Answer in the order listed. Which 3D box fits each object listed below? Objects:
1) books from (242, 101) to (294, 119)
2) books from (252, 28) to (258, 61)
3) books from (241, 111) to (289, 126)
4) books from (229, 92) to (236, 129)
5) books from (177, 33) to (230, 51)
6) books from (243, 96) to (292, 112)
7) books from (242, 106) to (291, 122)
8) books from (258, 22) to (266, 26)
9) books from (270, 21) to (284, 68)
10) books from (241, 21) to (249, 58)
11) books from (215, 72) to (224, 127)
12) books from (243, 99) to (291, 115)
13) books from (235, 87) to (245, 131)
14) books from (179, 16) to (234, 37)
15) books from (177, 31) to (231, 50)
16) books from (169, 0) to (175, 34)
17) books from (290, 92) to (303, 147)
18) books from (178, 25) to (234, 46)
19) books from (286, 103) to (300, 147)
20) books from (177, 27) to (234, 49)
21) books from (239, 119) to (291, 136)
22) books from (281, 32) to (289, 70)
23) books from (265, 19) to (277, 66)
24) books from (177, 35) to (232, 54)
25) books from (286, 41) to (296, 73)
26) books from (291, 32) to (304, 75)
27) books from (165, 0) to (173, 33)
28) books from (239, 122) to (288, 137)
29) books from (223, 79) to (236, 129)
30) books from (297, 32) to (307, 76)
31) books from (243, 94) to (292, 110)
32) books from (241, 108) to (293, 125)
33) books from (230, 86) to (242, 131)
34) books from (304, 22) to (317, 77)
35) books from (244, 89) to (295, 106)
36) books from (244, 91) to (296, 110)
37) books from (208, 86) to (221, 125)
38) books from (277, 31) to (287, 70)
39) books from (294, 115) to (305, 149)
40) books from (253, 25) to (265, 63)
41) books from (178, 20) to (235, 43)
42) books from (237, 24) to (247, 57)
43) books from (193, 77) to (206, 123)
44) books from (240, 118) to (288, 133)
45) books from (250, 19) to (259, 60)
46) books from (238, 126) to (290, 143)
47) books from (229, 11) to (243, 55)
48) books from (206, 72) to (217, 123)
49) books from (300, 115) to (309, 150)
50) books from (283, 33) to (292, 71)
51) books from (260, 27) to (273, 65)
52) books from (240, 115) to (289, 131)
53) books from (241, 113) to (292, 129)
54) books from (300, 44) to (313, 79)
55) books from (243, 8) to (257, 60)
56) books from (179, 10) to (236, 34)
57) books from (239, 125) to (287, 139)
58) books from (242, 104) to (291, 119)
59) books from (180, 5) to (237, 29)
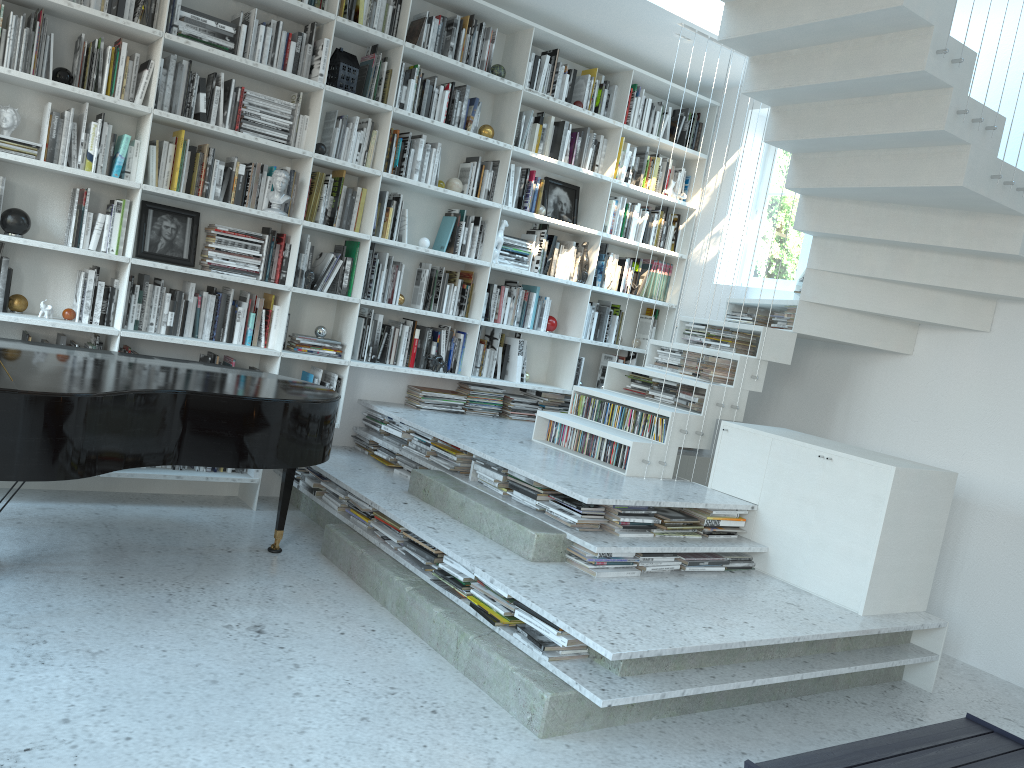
[{"bbox_3d":[-1.356,-1.491,4.838,0.285,0.012,0.159,7,5,-37],"label":"books"},{"bbox_3d":[-1.403,-1.791,4.741,0.011,0.204,0.133,7,6,-36],"label":"books"},{"bbox_3d":[-1.365,-1.444,4.842,0.254,0.012,0.160,8,5,-35],"label":"books"},{"bbox_3d":[-1.520,-1.444,4.731,0.024,0.216,0.132,7,6,-36],"label":"books"},{"bbox_3d":[-1.609,-1.758,4.594,0.254,0.012,0.160,8,5,-31],"label":"books"},{"bbox_3d":[-1.350,-1.516,4.834,0.254,0.012,0.160,8,5,-34],"label":"books"},{"bbox_3d":[-1.358,-1.467,4.837,0.254,0.012,0.160,7,6,-39],"label":"books"},{"bbox_3d":[-1.367,-1.807,4.760,0.012,0.245,0.131,7,6,-36],"label":"books"},{"bbox_3d":[-1.299,-1.809,4.794,0.023,0.270,0.184,7,6,-36],"label":"books"},{"bbox_3d":[-1.449,-1.808,4.722,0.024,0.223,0.128,7,6,-36],"label":"books"},{"bbox_3d":[-1.559,-1.487,4.693,0.049,0.291,0.162,7,6,-36],"label":"books"},{"bbox_3d":[-1.349,-1.502,4.830,0.254,0.012,0.160,8,5,-31],"label":"books"},{"bbox_3d":[-1.478,-1.452,4.732,0.013,0.247,0.176,7,6,-36],"label":"books"},{"bbox_3d":[-1.595,-1.835,4.589,0.254,0.025,0.160,7,6,-40],"label":"books"},{"bbox_3d":[-1.609,-1.770,4.596,0.254,0.012,0.160,7,6,-39],"label":"books"},{"bbox_3d":[-1.742,-1.843,4.488,0.013,0.218,0.141,7,6,-36],"label":"books"},{"bbox_3d":[-1.222,-1.457,4.937,0.012,0.319,0.139,7,6,-36],"label":"books"},{"bbox_3d":[-1.606,-1.794,4.596,0.285,0.012,0.159,7,5,-38],"label":"books"},{"bbox_3d":[-1.229,-1.423,4.920,0.012,0.254,0.160,7,6,-36],"label":"books"},{"bbox_3d":[-1.607,-1.782,4.595,0.285,0.012,0.159,7,6,-39],"label":"books"},{"bbox_3d":[-1.371,-1.396,4.843,0.285,0.012,0.159,7,6,-39],"label":"books"},{"bbox_3d":[-1.263,-1.785,4.828,0.010,0.230,0.152,7,6,-36],"label":"books"},{"bbox_3d":[-1.331,-1.817,4.795,0.029,0.274,0.140,7,6,-36],"label":"books"},{"bbox_3d":[-1.614,-1.747,4.598,0.285,0.012,0.159,8,5,-33],"label":"books"},{"bbox_3d":[-1.236,-1.759,4.840,0.029,0.188,0.175,7,6,-36],"label":"books"},{"bbox_3d":[-1.206,-1.786,4.854,0.032,0.248,0.173,7,6,-36],"label":"books"},{"bbox_3d":[-1.753,-1.834,4.466,0.027,0.201,0.167,7,6,-36],"label":"books"},{"bbox_3d":[-1.376,-1.384,4.848,0.254,0.012,0.160,7,5,-37],"label":"books"},{"bbox_3d":[-1.525,-1.470,4.703,0.021,0.269,0.191,7,6,-36],"label":"books"},{"bbox_3d":[-1.189,-1.791,4.884,0.029,0.262,0.132,7,6,-36],"label":"books"},{"bbox_3d":[-1.350,-1.529,4.836,0.254,0.012,0.160,8,5,-36],"label":"books"},{"bbox_3d":[-1.360,-1.455,4.838,0.285,0.012,0.159,8,5,-33],"label":"books"},{"bbox_3d":[-1.497,-1.455,4.734,0.015,0.245,0.182,7,6,-36],"label":"books"},{"bbox_3d":[-1.139,-1.821,4.905,0.012,0.334,0.155,7,6,-36],"label":"books"},{"bbox_3d":[-1.344,-1.552,4.831,0.285,0.012,0.159,8,5,-34],"label":"books"},{"bbox_3d":[-1.342,-1.539,4.826,0.285,0.012,0.159,7,6,-41],"label":"books"},{"bbox_3d":[-1.586,-1.453,4.678,0.024,0.217,0.147,7,6,-36],"label":"books"},{"bbox_3d":[-1.280,-1.782,4.802,0.023,0.223,0.190,7,6,-36],"label":"books"},{"bbox_3d":[-1.215,-1.395,4.952,0.030,0.198,0.171,7,6,-36],"label":"books"},{"bbox_3d":[-1.379,-1.793,4.740,0.027,0.216,0.189,7,6,-36],"label":"books"},{"bbox_3d":[-1.598,-1.810,4.589,0.285,0.024,0.159,8,5,-31],"label":"books"},{"bbox_3d":[-1.455,-1.788,4.686,0.025,0.187,0.193,7,6,-36],"label":"books"},{"bbox_3d":[-1.635,-1.469,4.633,0.066,0.237,0.153,7,6,-36],"label":"books"},{"bbox_3d":[-1.370,-1.408,4.844,0.254,0.012,0.160,8,5,-34],"label":"books"},{"bbox_3d":[-1.406,-1.807,4.721,0.021,0.238,0.171,7,6,-36],"label":"books"},{"bbox_3d":[-1.380,-1.360,4.850,0.285,0.012,0.159,8,5,-35],"label":"books"},{"bbox_3d":[-1.467,-1.824,4.676,0.012,0.254,0.160,7,6,-36],"label":"books"},{"bbox_3d":[-1.602,-1.490,4.667,0.022,0.286,0.130,7,6,-36],"label":"books"},{"bbox_3d":[-1.194,-1.396,4.974,0.030,0.205,0.158,7,6,-36],"label":"books"},{"bbox_3d":[-1.251,-1.783,4.829,0.012,0.231,0.158,7,6,-36],"label":"books"},{"bbox_3d":[-1.348,-1.790,4.765,0.028,0.219,0.183,7,6,-36],"label":"books"},{"bbox_3d":[-1.368,-1.420,4.843,0.254,0.012,0.160,7,5,-38],"label":"books"},{"bbox_3d":[-1.367,-1.432,4.844,0.285,0.012,0.159,8,5,-35],"label":"books"},{"bbox_3d":[-1.163,-1.757,4.892,0.029,0.203,0.191,7,6,-36],"label":"books"},{"bbox_3d":[-1.406,-1.829,4.697,0.011,0.284,0.189,7,6,-36],"label":"books"},{"bbox_3d":[-1.593,-1.860,4.591,0.285,0.024,0.159,8,5,-34],"label":"books"},{"bbox_3d":[-1.379,-1.373,4.851,0.254,0.012,0.160,8,5,-36],"label":"books"},{"bbox_3d":[-1.357,-1.479,4.837,0.254,0.012,0.160,8,5,-34],"label":"books"},{"bbox_3d":[-1.591,-1.884,4.593,0.285,0.024,0.159,8,5,-36],"label":"books"}]
